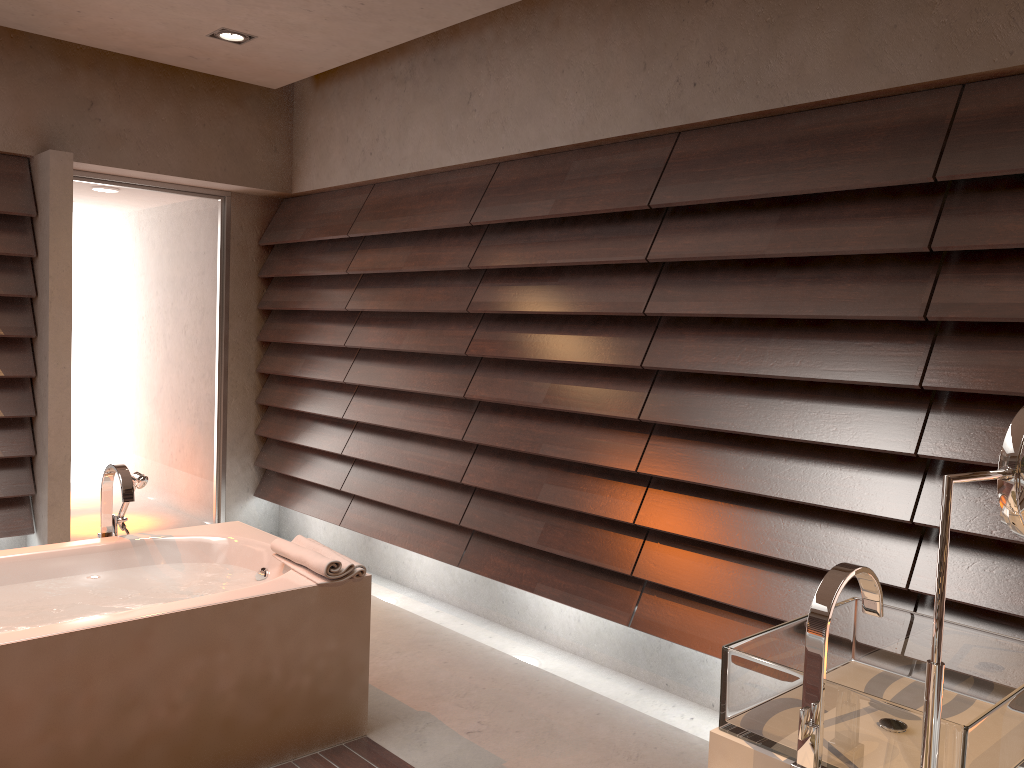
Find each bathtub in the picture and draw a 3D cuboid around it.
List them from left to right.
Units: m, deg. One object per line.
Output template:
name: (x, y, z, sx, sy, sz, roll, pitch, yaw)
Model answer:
bathtub: (-1.502, 0.678, 2.387, 2.000, 0.761, 0.994, -1, 5, -43)

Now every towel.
towel: (-0.607, 0.534, 2.752, 0.159, 0.068, 0.396, 0, 4, -37)

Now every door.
door: (-2.070, -0.117, 4.909, 1.007, 2.000, 0.090, -1, 5, -43)

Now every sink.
sink: (0.540, 0.415, 1.277, 0.486, 0.357, 0.340, -1, 5, -43)

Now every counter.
counter: (-0.370, 0.873, 0.479, 2.931, 0.686, 0.350, -1, 5, -43)

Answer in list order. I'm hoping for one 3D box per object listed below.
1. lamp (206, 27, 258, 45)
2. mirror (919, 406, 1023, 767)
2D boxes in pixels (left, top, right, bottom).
lamp: (-1.231, -1.549, 3.896, 0.165, 0.051, 0.170, -1, 5, -43)
mirror: (0.623, 0.312, 1.104, 0.316, 0.589, 0.074, -1, 5, -40)
